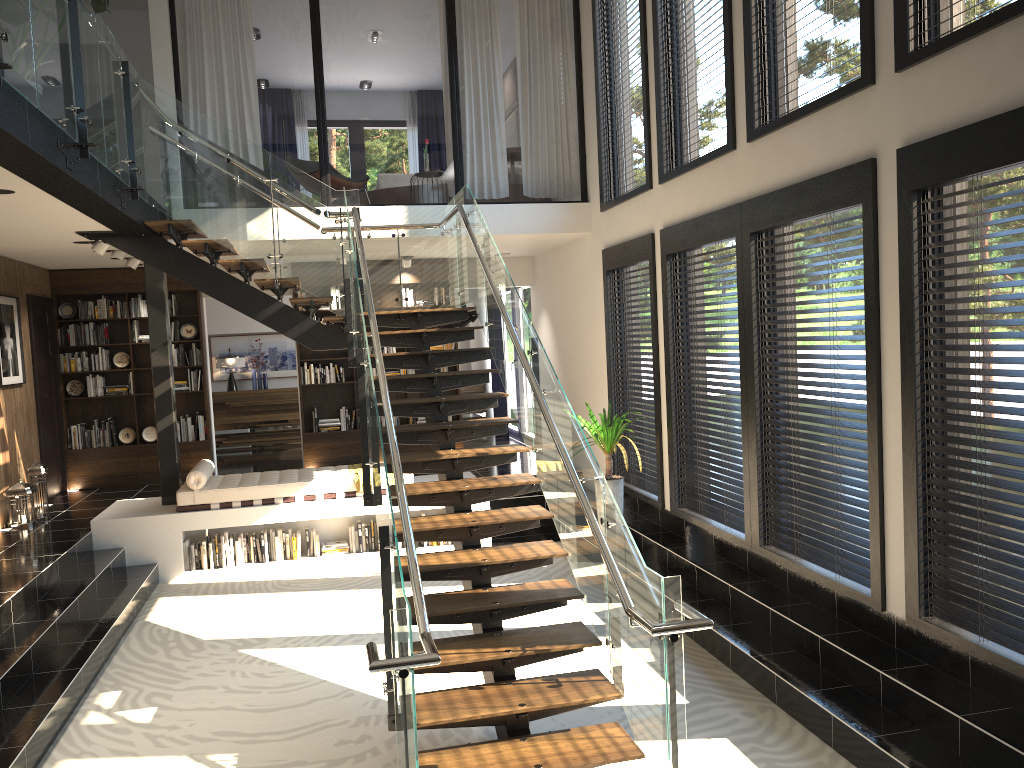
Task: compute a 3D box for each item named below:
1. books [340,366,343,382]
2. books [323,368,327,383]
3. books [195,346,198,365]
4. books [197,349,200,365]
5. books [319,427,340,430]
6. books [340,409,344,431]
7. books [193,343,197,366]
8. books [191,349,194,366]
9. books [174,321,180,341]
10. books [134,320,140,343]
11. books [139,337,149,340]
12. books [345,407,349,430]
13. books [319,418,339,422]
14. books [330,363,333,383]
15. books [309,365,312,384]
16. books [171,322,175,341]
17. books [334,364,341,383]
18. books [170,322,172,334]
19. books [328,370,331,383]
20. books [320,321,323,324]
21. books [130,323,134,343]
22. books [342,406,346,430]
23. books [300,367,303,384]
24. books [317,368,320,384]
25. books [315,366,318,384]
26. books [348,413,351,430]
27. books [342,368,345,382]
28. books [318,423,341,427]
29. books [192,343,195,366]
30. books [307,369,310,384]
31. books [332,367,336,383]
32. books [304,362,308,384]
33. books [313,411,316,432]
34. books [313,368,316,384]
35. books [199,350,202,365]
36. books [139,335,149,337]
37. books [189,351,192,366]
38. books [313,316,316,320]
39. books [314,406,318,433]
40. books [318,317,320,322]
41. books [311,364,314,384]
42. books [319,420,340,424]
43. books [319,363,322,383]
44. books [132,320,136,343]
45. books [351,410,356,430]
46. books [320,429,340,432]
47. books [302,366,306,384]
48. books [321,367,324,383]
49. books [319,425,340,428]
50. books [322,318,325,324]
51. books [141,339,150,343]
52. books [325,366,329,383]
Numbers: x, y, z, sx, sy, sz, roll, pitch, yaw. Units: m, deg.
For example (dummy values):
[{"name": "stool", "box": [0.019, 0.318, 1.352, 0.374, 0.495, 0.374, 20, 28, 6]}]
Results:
[{"name": "books", "box": [-2.231, -0.128, 11.589, 0.028, 0.210, 0.169, -4, 4, -12]}, {"name": "books", "box": [-2.440, -0.108, 11.558, 0.033, 0.193, 0.172, -4, 4, -12]}, {"name": "books", "box": [-3.966, -0.358, 11.178, 0.018, 0.246, 0.144, -4, 4, -12]}, {"name": "books", "box": [-3.943, -0.336, 11.176, 0.023, 0.200, 0.120, -4, 4, -12]}, {"name": "books", "box": [-2.390, 0.580, 11.617, 0.258, 0.024, 0.167, -3, 3, -11]}, {"name": "books", "box": [-2.230, 0.467, 11.629, 0.030, 0.284, 0.176, -4, 4, -12]}, {"name": "books", "box": [-3.979, -0.373, 11.151, 0.016, 0.279, 0.201, -4, 4, -12]}, {"name": "books", "box": [-4.014, -0.336, 11.149, 0.020, 0.209, 0.147, -4, 4, -12]}, {"name": "books", "box": [-4.205, -0.667, 11.135, 0.035, 0.251, 0.196, -4, 4, -12]}, {"name": "books", "box": [-4.667, -0.654, 11.051, 0.016, 0.278, 0.209, -4, 4, -12]}, {"name": "books", "box": [-4.511, -0.573, 11.100, 0.266, 0.030, 0.209, -3, 3, -12]}, {"name": "books", "box": [-2.170, 0.453, 11.656, 0.036, 0.302, 0.186, -4, 4, -12]}, {"name": "books", "box": [-2.395, 0.475, 11.612, 0.257, 0.024, 0.167, -3, 3, -12]}, {"name": "books", "box": [-2.351, -0.143, 11.553, 0.029, 0.256, 0.167, -4, 4, -12]}, {"name": "books", "box": [-2.619, -0.123, 11.520, 0.023, 0.245, 0.159, -4, 4, -12]}, {"name": "books", "box": [-4.248, -0.659, 11.141, 0.047, 0.238, 0.225, -4, 4, -12]}, {"name": "books", "box": [-2.279, -0.138, 11.575, 0.070, 0.236, 0.206, -4, 4, -12]}, {"name": "books", "box": [-4.279, -0.655, 11.116, 0.025, 0.235, 0.231, -4, 3, -12]}, {"name": "books", "box": [-2.381, -0.100, 11.571, 0.027, 0.171, 0.146, -4, 4, -12]}, {"name": "books", "box": [-2.465, -0.726, 11.483, 0.029, 0.173, 0.138, -4, 4, -12]}, {"name": "books", "box": [-4.719, -0.634, 11.062, 0.028, 0.243, 0.194, -4, 4, -12]}, {"name": "books", "box": [-2.205, 0.451, 11.652, 0.031, 0.310, 0.169, -4, 4, -12]}, {"name": "books", "box": [-2.727, -0.108, 11.509, 0.025, 0.227, 0.156, -4, 4, -12]}, {"name": "books", "box": [-2.515, -0.105, 11.531, 0.024, 0.198, 0.172, -4, 4, -12]}, {"name": "books", "box": [-2.542, -0.118, 11.532, 0.028, 0.227, 0.136, -4, 4, -12]}, {"name": "books", "box": [-2.144, 0.496, 11.685, 0.023, 0.212, 0.123, -4, 4, -12]}, {"name": "books", "box": [-2.216, -0.119, 11.637, 0.022, 0.185, 0.127, -4, 4, -12]}, {"name": "books", "box": [-2.392, 0.527, 11.612, 0.287, 0.031, 0.176, -4, 3, -15]}, {"name": "books", "box": [-4.000, -0.372, 11.166, 0.018, 0.278, 0.114, -4, 4, -12]}, {"name": "books", "box": [-2.638, -0.098, 11.497, 0.028, 0.200, 0.175, -4, 4, -12]}, {"name": "books", "box": [-2.327, -0.121, 11.585, 0.030, 0.205, 0.170, -4, 4, -12]}, {"name": "books", "box": [-2.668, -0.137, 11.490, 0.028, 0.282, 0.168, -4, 4, -12]}, {"name": "books", "box": [-2.584, 0.493, 11.584, 0.025, 0.271, 0.156, -4, 4, -12]}, {"name": "books", "box": [-2.566, -0.107, 11.528, 0.022, 0.207, 0.130, -4, 4, -12]}, {"name": "books", "box": [-3.916, -0.335, 11.166, 0.026, 0.196, 0.169, -4, 4, -12]}, {"name": "books", "box": [-4.514, -0.599, 11.107, 0.264, 0.021, 0.189, -4, 3, -14]}, {"name": "books", "box": [-4.040, -0.326, 11.163, 0.026, 0.190, 0.121, -4, 4, -12]}, {"name": "books", "box": [-2.553, -0.758, 11.484, 0.034, 0.245, 0.127, -4, 4, -12]}, {"name": "books", "box": [-2.550, 0.459, 11.544, 0.028, 0.340, 0.203, -4, 4, -12]}, {"name": "books", "box": [-2.512, -0.750, 11.499, 0.052, 0.224, 0.099, -4, 4, -12]}, {"name": "books", "box": [-2.590, -0.130, 11.508, 0.029, 0.258, 0.181, -4, 4, -12]}, {"name": "books", "box": [-2.397, 0.499, 11.624, 0.271, 0.025, 0.156, -3, 3, -11]}, {"name": "books", "box": [-2.492, -0.144, 11.538, 0.029, 0.272, 0.152, -4, 4, -12]}, {"name": "books", "box": [-4.687, -0.653, 11.041, 0.027, 0.279, 0.166, -4, 4, -12]}, {"name": "books", "box": [-2.094, 0.472, 11.679, 0.075, 0.255, 0.181, -4, 4, -12]}, {"name": "books", "box": [-2.392, 0.604, 11.635, 0.247, 0.026, 0.148, -4, 3, -13]}, {"name": "books", "box": [-2.702, -0.115, 11.519, 0.028, 0.238, 0.134, -4, 4, -12]}, {"name": "books", "box": [-2.469, -0.118, 11.558, 0.021, 0.217, 0.170, -4, 4, -12]}, {"name": "books", "box": [-2.394, 0.555, 11.628, 0.271, 0.025, 0.156, -3, 3, -11]}, {"name": "books", "box": [-2.446, -0.746, 11.516, 0.025, 0.208, 0.114, -4, 4, -12]}, {"name": "books", "box": [-4.512, -0.542, 11.115, 0.239, 0.033, 0.176, -4, 3, -15]}, {"name": "books", "box": [-2.407, -0.123, 11.552, 0.030, 0.222, 0.189, -4, 4, -12]}]
